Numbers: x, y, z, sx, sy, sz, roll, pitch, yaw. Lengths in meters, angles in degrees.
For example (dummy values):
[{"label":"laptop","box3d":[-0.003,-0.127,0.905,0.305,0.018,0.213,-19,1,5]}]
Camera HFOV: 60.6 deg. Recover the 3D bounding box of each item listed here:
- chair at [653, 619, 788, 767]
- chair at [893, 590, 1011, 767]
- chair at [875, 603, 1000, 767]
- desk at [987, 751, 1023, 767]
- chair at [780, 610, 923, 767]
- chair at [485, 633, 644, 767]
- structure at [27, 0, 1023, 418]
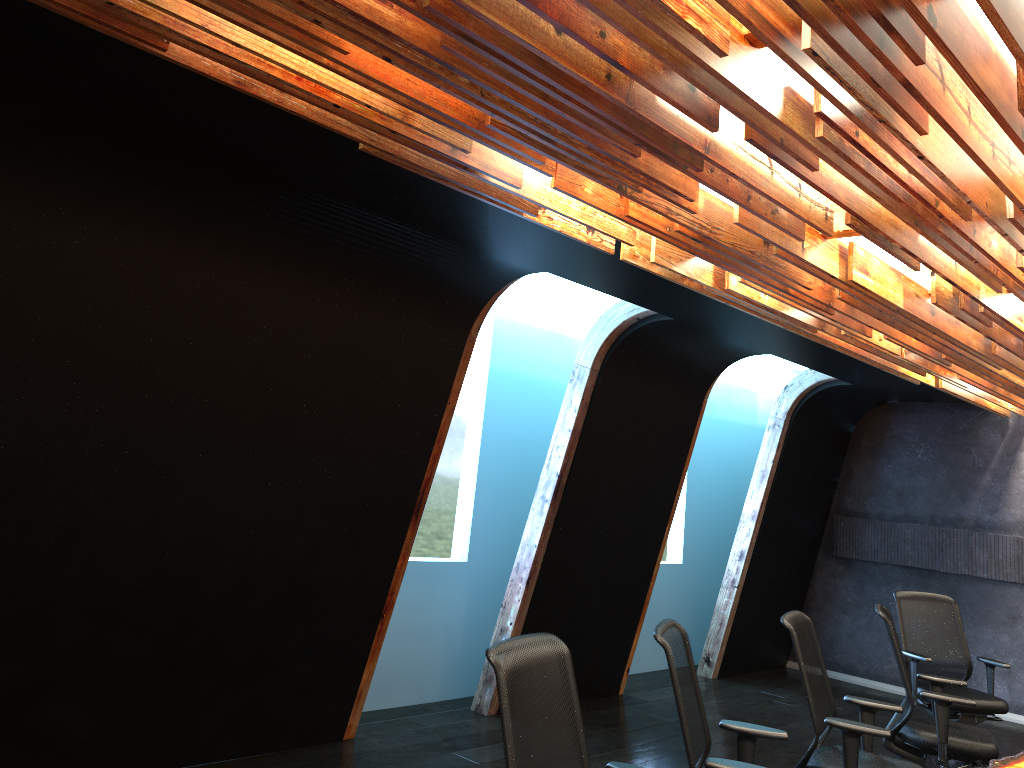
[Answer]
[{"label":"chair","box3d":[0.956,1.679,3.556,0.797,1.268,0.792,2,-12,18]},{"label":"chair","box3d":[3.333,2.265,6.593,0.815,1.268,0.775,9,-12,-11]},{"label":"chair","box3d":[2.644,2.057,5.353,0.797,1.268,0.793,1,-13,23]},{"label":"desk","box3d":[2.813,2.092,3.558,2.026,0.836,6.544,-1,-9,44]},{"label":"chair","box3d":[1.773,1.859,4.398,0.796,1.268,0.794,0,-13,28]},{"label":"chair","box3d":[0.303,1.523,2.775,0.796,1.268,0.794,0,-13,28]},{"label":"structure","box3d":[2.744,0.795,3.394,4.505,3.065,11.274,-2,-10,44]}]
